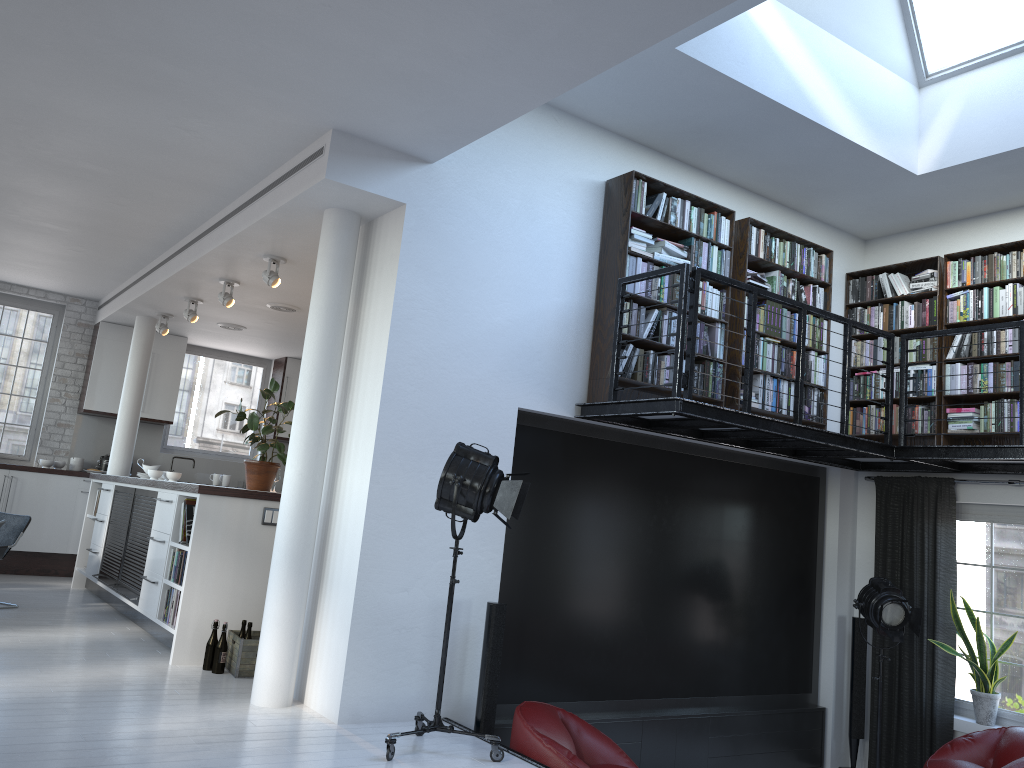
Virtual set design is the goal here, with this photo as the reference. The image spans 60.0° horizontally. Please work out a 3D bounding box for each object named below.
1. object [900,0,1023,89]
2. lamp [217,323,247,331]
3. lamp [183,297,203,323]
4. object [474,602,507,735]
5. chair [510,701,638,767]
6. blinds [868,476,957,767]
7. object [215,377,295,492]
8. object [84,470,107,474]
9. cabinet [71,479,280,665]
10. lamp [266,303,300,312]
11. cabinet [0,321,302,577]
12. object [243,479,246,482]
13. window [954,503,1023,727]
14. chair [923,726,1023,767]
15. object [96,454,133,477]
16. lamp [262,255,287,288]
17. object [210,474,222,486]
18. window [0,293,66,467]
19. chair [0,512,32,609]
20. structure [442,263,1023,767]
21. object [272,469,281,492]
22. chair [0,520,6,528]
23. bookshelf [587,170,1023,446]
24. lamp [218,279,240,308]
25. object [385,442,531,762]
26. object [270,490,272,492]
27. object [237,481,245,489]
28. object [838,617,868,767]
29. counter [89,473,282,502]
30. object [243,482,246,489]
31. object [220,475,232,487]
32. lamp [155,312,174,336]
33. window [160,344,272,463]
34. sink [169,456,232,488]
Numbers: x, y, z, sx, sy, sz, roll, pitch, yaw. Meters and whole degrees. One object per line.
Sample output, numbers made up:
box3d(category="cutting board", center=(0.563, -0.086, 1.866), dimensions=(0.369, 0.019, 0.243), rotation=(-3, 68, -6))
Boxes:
box3d(category="object", center=(3.298, -2.715, 5.570), dimensions=(1.181, 0.638, 2.216), rotation=(12, -10, -33))
box3d(category="lamp", center=(-3.203, -0.650, 10.123), dimensions=(0.328, 0.025, 0.326), rotation=(1, -10, 31))
box3d(category="lamp", center=(-3.201, -0.726, 8.859), dimensions=(0.182, 0.240, 0.182), rotation=(12, -11, -30))
box3d(category="object", center=(-0.167, 1.905, 5.172), dimensions=(0.157, 1.229, 0.156), rotation=(-2, -13, 36))
box3d(category="chair", center=(0.386, 2.181, 4.853), dimensions=(0.830, 0.716, 0.825), rotation=(-1, -11, 35))
box3d(category="blinds", center=(3.637, 1.860, 6.240), dimensions=(0.125, 2.401, 2.501), rotation=(13, -12, -33))
box3d(category="object", center=(-1.960, 0.389, 6.980), dimensions=(0.775, 0.897, 0.433), rotation=(2, -11, 24))
box3d(category="object", center=(-4.930, 1.042, 10.475), dimensions=(0.261, 0.028, 0.260), rotation=(-2, -12, 43))
box3d(category="cabinet", center=(-2.825, 1.555, 8.110), dimensions=(1.494, 1.179, 4.159), rotation=(12, -11, -34))
box3d(category="lamp", center=(-2.264, -0.753, 8.772), dimensions=(0.327, 0.025, 0.327), rotation=(11, -10, -28))
box3d(category="cabinet", center=(-3.240, 0.575, 8.109), dimensions=(7.200, 3.022, 7.280), rotation=(12, -11, -33))
box3d(category="object", center=(-3.509, 1.314, 11.711), dimensions=(0.094, 0.099, 0.093), rotation=(-2, -12, 39))
box3d(category="window", center=(3.713, 1.710, 6.566), dimensions=(0.132, 1.616, 1.164), rotation=(13, -12, -33))
box3d(category="chair", center=(3.148, 2.619, 5.825), dimensions=(0.830, 0.716, 0.825), rotation=(3, -10, 17))
box3d(category="object", center=(-4.846, 0.967, 10.815), dimensions=(0.412, 0.293, 0.277), rotation=(12, -11, -33))
box3d(category="lamp", center=(-1.878, -0.871, 6.956), dimensions=(0.182, 0.240, 0.182), rotation=(12, -11, -30))
box3d(category="object", center=(-3.776, 1.225, 11.303), dimensions=(0.137, 0.153, 0.108), rotation=(14, -12, -38))
box3d(category="window", center=(-8.202, -0.033, 14.505), dimensions=(8.103, 6.113, 9.122), rotation=(12, -11, -33))
box3d(category="chair", center=(-4.591, 1.483, 7.537), dimensions=(0.671, 0.783, 0.660), rotation=(2, -10, 21))
box3d(category="structure", center=(2.325, 0.972, 4.471), dimensions=(4.597, 3.376, 4.477), rotation=(12, -11, -33))
box3d(category="object", center=(-2.237, 0.915, 8.385), dimensions=(0.082, 0.224, 0.082), rotation=(14, -13, -39))
box3d(category="chair", center=(-4.227, 1.376, 6.567), dimensions=(0.663, 0.783, 0.667), rotation=(9, -10, -18))
box3d(category="bookshelf", center=(3.122, -0.538, 5.192), dimensions=(3.076, 1.627, 4.464), rotation=(12, -11, -33))
box3d(category="lamp", center=(-2.539, -0.798, 7.908), dimensions=(0.182, 0.240, 0.182), rotation=(12, -11, -30))
box3d(category="object", center=(-0.229, 1.100, 4.623), dimensions=(0.545, 1.589, 0.606), rotation=(4, -11, 10))
box3d(category="object", center=(-2.291, 0.920, 8.459), dimensions=(0.082, 0.224, 0.082), rotation=(16, -14, -43))
box3d(category="object", center=(-3.541, 1.319, 11.566), dimensions=(0.094, 0.099, 0.093), rotation=(-2, -12, 39))
box3d(category="object", center=(2.763, 2.508, 7.129), dimensions=(0.157, 1.229, 0.156), rotation=(9, -11, -18))
box3d(category="counter", center=(-2.769, 0.977, 8.227), dimensions=(1.441, 0.062, 4.189), rotation=(12, -10, -34))
box3d(category="object", center=(-3.512, 1.343, 11.705), dimensions=(0.094, 0.099, 0.093), rotation=(-2, -12, 39))
box3d(category="object", center=(-3.648, 1.237, 11.290), dimensions=(0.109, 0.153, 0.137), rotation=(3, -10, 17))
box3d(category="lamp", center=(-3.862, -0.653, 9.810), dimensions=(0.182, 0.240, 0.182), rotation=(12, -11, -30))
box3d(category="window", center=(-3.966, 0.274, 11.912), dimensions=(1.293, 1.469, 0.132), rotation=(12, -12, -33))
box3d(category="sink", center=(-3.513, 1.095, 9.843), dimensions=(0.646, 0.522, 0.545), rotation=(12, -11, -33))
